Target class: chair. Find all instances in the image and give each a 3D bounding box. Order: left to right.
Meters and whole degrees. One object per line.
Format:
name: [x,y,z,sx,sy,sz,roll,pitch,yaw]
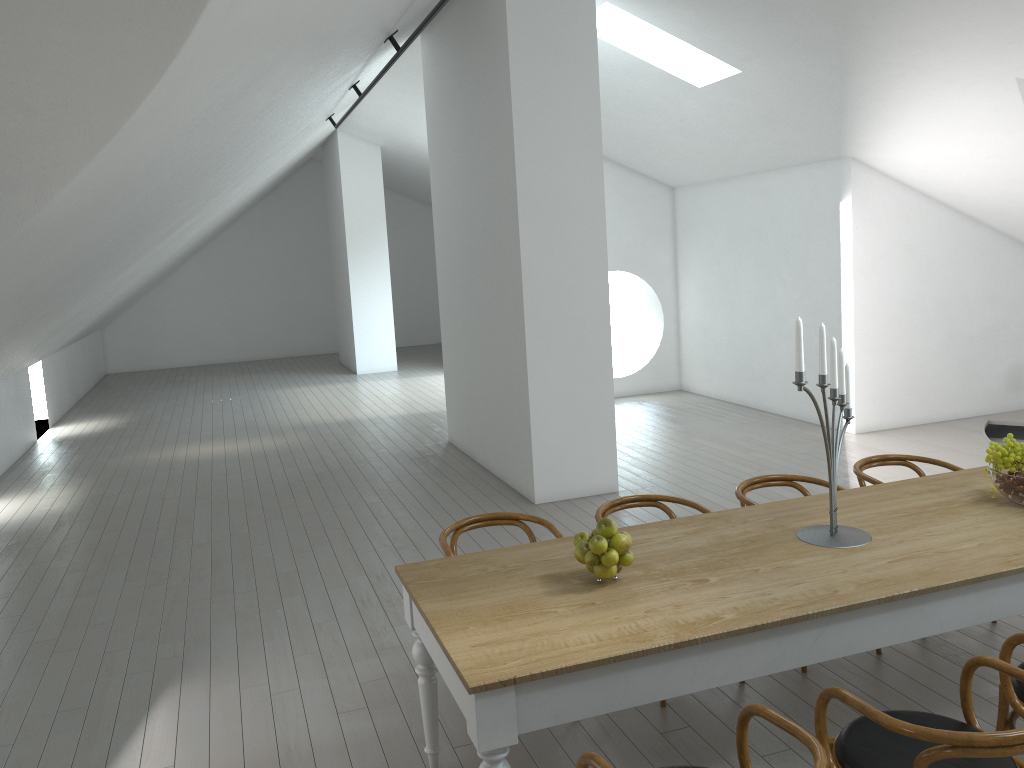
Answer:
chair: [-0.022,1.001,3.874,0.527,0.732,0.623,-5,8,-15]
chair: [0.684,0.935,4.032,0.528,0.732,0.623,-7,8,-23]
chair: [0.483,1.217,2.216,0.528,0.732,0.623,-6,8,-21]
chair: [1.378,0.861,4.242,0.528,0.732,0.623,-6,8,-18]
chair: [2.053,0.781,4.506,0.527,0.732,0.623,-5,8,-15]
chair: [1.171,1.143,2.430,0.527,0.732,0.623,-5,8,-15]
chair: [1.841,1.060,2.712,0.528,0.732,0.623,-6,8,-21]

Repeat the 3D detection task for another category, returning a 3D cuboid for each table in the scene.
table: [1.333,0.957,3.377,3.351,0.796,1.021,-6,8,-18]

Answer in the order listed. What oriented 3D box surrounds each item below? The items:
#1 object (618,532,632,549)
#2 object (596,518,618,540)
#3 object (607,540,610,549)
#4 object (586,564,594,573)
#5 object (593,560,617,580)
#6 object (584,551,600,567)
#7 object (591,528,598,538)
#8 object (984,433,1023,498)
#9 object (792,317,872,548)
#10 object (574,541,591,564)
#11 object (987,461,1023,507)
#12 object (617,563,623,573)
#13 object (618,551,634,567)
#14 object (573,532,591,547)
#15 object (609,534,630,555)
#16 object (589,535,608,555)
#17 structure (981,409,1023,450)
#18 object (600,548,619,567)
object: [0.377,0.545,3.054,0.072,0.063,0.071,-7,8,-25]
object: [0.321,0.490,3.006,0.072,0.074,0.072,-6,8,-18]
object: [0.325,0.563,3.087,0.071,0.072,0.071,2,9,36]
object: [0.286,0.620,3.055,0.064,0.063,0.064,-4,8,-7]
object: [0.315,0.621,2.987,0.080,0.073,0.078,0,9,27]
object: [0.268,0.582,2.959,0.053,0.053,0.051,-7,8,-26]
object: [0.300,0.524,3.058,0.053,0.057,0.058,-4,8,-3]
object: [2.089,0.343,3.536,0.394,0.283,0.293,2,10,36]
object: [1.127,0.151,3.218,0.777,0.872,0.266,-11,10,-44]
object: [0.249,0.574,3.011,0.076,0.076,0.077,3,10,38]
object: [2.087,0.410,3.515,0.361,0.159,0.360,-10,10,-37]
object: [0.355,0.625,3.043,0.051,0.050,0.050,-5,8,-14]
object: [0.384,0.590,3.004,0.059,0.055,0.060,-7,8,-23]
object: [0.244,0.543,3.065,0.063,0.063,0.062,2,9,34]
object: [0.363,0.539,2.981,0.066,0.071,0.073,3,10,41]
object: [0.286,0.535,2.939,0.062,0.059,0.062,-6,8,-17]
structure: [6.456,0.835,7.163,4.709,0.691,4.727,1,9,27]
object: [0.324,0.577,2.943,0.062,0.059,0.062,-5,8,-14]
